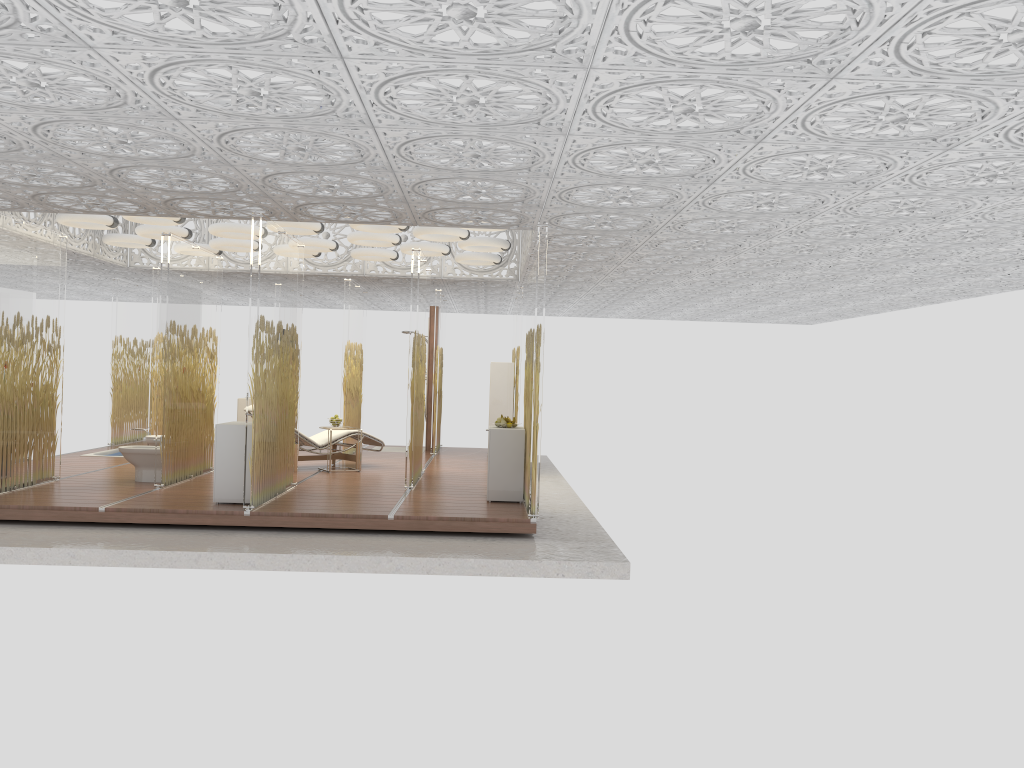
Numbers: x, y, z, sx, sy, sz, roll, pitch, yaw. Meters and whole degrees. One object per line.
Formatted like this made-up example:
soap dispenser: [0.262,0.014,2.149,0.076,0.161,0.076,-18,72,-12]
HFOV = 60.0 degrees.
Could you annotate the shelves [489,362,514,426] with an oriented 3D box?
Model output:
shelves: [-0.164,0.408,13.229,0.344,1.460,0.366,2,0,-2]

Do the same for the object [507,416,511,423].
object: [-0.031,0.365,9.101,0.045,0.064,0.202,2,0,2]

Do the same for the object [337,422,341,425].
object: [-2.191,0.492,11.221,0.045,0.042,0.045,2,0,-7]

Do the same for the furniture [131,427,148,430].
furniture: [-5.131,0.620,12.583,0.178,0.014,0.977,2,0,-2]

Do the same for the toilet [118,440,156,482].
toilet: [-3.960,0.808,9.644,0.611,0.506,0.401,2,0,-2]

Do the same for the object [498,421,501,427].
object: [-0.138,0.406,9.116,0.056,0.066,0.053,2,0,0]

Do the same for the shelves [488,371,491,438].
shelves: [-0.184,0.405,13.932,0.344,1.460,0.366,2,0,-2]

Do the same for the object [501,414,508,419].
object: [-0.084,0.349,9.116,0.035,0.084,0.200,2,0,20]

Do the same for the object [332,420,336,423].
object: [-2.247,0.471,11.192,0.047,0.045,0.047,2,0,3]

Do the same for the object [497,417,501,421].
object: [-0.119,0.380,9.174,0.077,0.067,0.078,2,0,0]

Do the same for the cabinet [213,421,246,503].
cabinet: [-2.546,0.728,8.385,0.358,0.712,0.595,2,0,-2]

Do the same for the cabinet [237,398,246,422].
cabinet: [-4.063,0.621,14.267,0.549,0.782,0.643,2,0,-2]

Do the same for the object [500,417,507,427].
object: [-0.085,0.389,9.008,0.064,0.097,0.064,2,0,-11]

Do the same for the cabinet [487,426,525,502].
cabinet: [-0.068,0.803,9.069,0.358,0.712,0.595,2,0,-2]

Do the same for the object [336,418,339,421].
object: [-2.207,0.450,11.213,0.055,0.054,0.050,2,0,-32]

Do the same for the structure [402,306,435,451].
structure: [-1.533,-0.096,14.771,0.624,2.402,0.433,2,0,-15]

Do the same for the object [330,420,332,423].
object: [-2.284,0.473,11.215,0.040,0.040,0.039,2,0,-10]

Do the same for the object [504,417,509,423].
object: [-0.051,0.373,9.115,0.032,0.085,0.186,2,0,10]

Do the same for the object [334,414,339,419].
object: [-2.227,0.414,11.243,0.055,0.056,0.055,2,0,-2]

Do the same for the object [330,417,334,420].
object: [-2.271,0.437,11.200,0.047,0.045,0.047,2,0,-1]

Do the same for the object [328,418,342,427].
object: [-2.237,0.493,11.250,0.206,0.105,0.206,2,0,43]

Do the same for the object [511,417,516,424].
object: [0.005,0.374,9.137,0.051,0.079,0.186,2,0,-23]

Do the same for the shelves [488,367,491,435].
shelves: [-0.204,0.401,14.635,0.344,1.460,0.366,2,0,-2]

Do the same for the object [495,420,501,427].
object: [-0.140,0.402,9.058,0.066,0.065,0.091,2,0,13]

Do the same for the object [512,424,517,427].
object: [0.011,0.400,9.142,0.035,0.092,0.194,2,0,-32]

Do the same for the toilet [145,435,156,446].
toilet: [-3.982,0.832,10.400,0.611,0.437,0.401,2,0,-2]

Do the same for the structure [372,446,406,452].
structure: [-1.908,1.113,14.840,0.879,0.039,1.053,2,0,-2]

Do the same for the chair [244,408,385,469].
chair: [-2.534,0.682,11.486,1.787,0.811,0.635,2,0,-42]

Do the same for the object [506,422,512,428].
object: [-0.028,0.418,9.023,0.055,0.055,0.066,2,0,-44]

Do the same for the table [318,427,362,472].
table: [-2.180,0.819,11.237,0.420,0.535,0.420,2,0,-32]

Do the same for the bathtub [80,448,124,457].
bathtub: [-5.564,1.095,12.937,0.700,0.582,1.700,2,0,-2]
